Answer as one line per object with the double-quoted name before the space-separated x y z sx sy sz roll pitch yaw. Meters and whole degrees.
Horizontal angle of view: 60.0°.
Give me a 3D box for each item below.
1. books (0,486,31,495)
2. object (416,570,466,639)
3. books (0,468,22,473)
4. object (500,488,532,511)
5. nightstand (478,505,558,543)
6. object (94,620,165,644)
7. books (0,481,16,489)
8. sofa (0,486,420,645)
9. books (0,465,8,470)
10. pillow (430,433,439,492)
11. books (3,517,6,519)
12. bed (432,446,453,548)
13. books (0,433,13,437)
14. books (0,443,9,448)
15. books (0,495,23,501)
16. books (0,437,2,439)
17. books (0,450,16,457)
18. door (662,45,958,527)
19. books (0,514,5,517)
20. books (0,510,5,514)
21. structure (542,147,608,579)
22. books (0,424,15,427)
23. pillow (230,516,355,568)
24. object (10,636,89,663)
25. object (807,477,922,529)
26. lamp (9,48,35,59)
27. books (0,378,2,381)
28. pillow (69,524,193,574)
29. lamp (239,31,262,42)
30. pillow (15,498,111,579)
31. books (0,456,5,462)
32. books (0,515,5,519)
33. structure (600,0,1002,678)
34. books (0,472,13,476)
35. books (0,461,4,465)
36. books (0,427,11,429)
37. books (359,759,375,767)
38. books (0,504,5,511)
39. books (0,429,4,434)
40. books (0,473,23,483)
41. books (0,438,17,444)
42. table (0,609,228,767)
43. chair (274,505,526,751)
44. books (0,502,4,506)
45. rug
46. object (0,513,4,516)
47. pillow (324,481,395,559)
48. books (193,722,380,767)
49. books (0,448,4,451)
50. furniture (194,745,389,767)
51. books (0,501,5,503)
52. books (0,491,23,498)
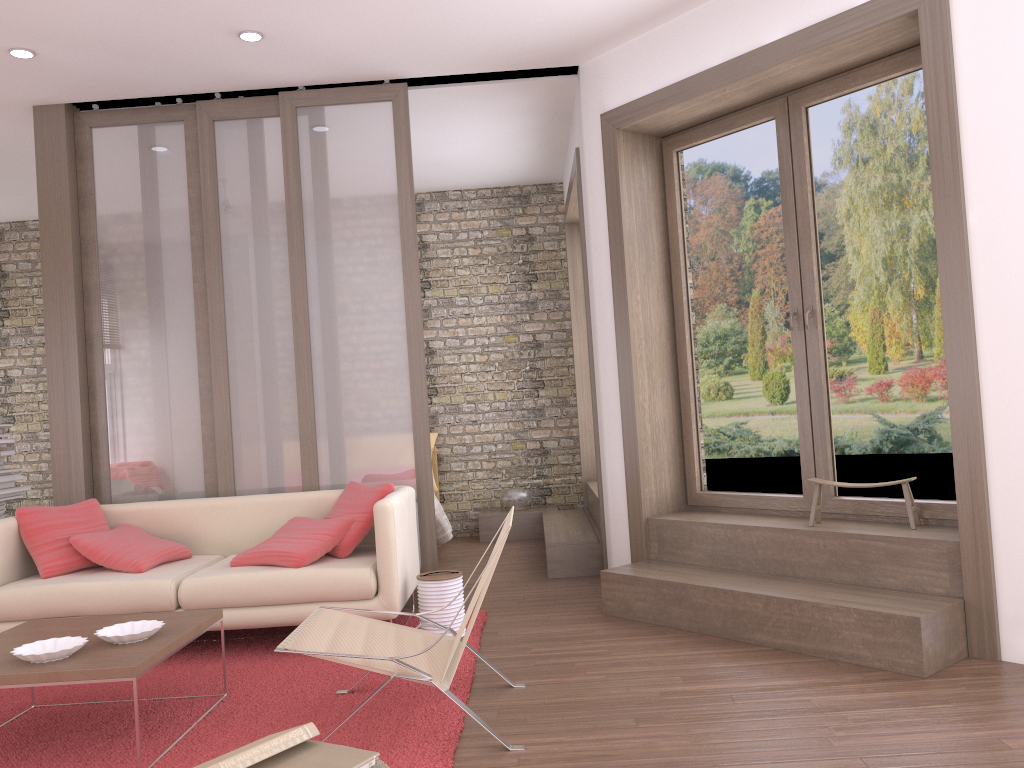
"books" -3.749 0.760 6.184 0.566 0.025 0.423 -4 -1 1
"object" -0.363 1.139 4.566 0.239 0.341 0.239 -5 -2 33
"books" -3.778 0.624 6.199 0.542 0.020 0.320 -4 -1 1
"object" 0.038 1.042 8.041 0.296 0.199 0.211 -4 -1 -2
"nightstand" 0.066 1.259 7.997 0.707 0.240 0.400 -4 -1 1
"object" -1.453 0.950 3.374 0.251 0.043 0.249 -4 -2 13
"books" -3.830 0.728 6.170 0.522 0.046 0.410 -4 -1 1
"sofa" -1.655 1.029 4.834 2.204 0.751 0.919 -4 -1 1
"books" -3.833 0.604 6.186 0.469 0.028 0.368 -3 -2 -14
"pillow" -1.163 0.743 8.064 1.021 0.557 0.366 -4 -1 1
"books" -3.765 0.967 6.136 0.405 0.018 0.300 -3 -2 -19
"bed" -1.575 1.033 7.094 2.219 0.861 2.360 -4 -1 1
"books" -3.798 0.375 6.187 0.484 0.020 0.323 -4 -2 21
"books" -3.817 0.448 6.194 0.435 0.030 0.322 -4 -2 21
"books" -3.767 0.813 6.143 0.542 0.016 0.423 -4 -1 1
"books" -3.836 0.396 6.186 0.413 0.013 0.294 -4 -2 21
"books" -3.806 0.502 6.195 0.518 0.038 0.341 -3 -2 -14
"door" 1.556 -0.425 4.717 0.142 2.275 1.800 -3 -2 -39
"books" -3.762 0.936 6.153 0.385 0.008 0.274 -3 -2 -19
"books" -3.763 0.910 6.134 0.396 0.024 0.310 -3 -2 -19
"structure" 0.570 -0.124 6.918 0.808 2.881 2.039 -4 -1 1
"books" -3.795 0.305 6.188 0.500 0.018 0.326 -4 -2 21
"pillow" -1.156 0.842 4.722 0.507 0.224 0.467 -5 -2 29
"object" -1.655 0.958 3.177 0.249 0.043 0.251 -3 -2 -29
"object" 1.714 0.577 4.340 0.499 0.233 0.136 -5 -2 36
"lamp" -2.624 -1.770 4.748 0.119 0.010 0.119 -4 -2 15
"books" -3.847 -0.026 6.206 0.434 0.019 0.324 -3 -2 -19
"pillow" -2.103 0.910 4.911 0.467 0.224 0.507 -4 -2 14
"lamp" -1.391 -1.852 4.724 0.119 0.010 0.119 -4 -2 21
"pillow" -2.445 0.849 4.922 0.379 0.377 0.498 -5 -2 36
"books" -3.839 0.543 6.174 0.469 0.038 0.364 -3 -2 -14
"books" -3.806 0.952 6.125 0.488 0.018 0.296 -3 -2 -19
"structure" 1.299 -0.236 4.493 0.845 2.881 2.039 -3 -2 -39
"books" -3.831 0.647 6.174 0.510 0.020 0.399 -4 -1 1
"books" -3.822 0.573 6.155 0.442 0.025 0.346 -3 -2 -14
"books" -3.817 0.322 6.206 0.443 0.010 0.345 -4 -2 21
"books" -0.521 0.920 2.053 0.232 0.022 0.352 -5 -2 31
"books" -3.765 0.880 6.135 0.396 0.033 0.310 -3 -2 -19
"books" -3.834 0.348 6.193 0.417 0.036 0.308 -4 -2 21
"books" -3.809 0.680 6.198 0.542 0.046 0.421 -4 -1 1
"books" -3.778 0.414 6.176 0.524 0.030 0.317 -4 -2 21
"table" -1.671 1.177 3.413 0.850 0.378 0.850 -4 -1 1
"chair" -0.397 0.911 3.411 0.853 0.762 0.739 -4 -1 1
"books" -3.772 0.854 6.139 0.405 0.018 0.300 -3 -2 -19
"rug" -1.646 1.372 3.492 2.938 0.016 3.344 -4 -1 1
"object" -3.770 0.927 6.133 0.413 0.008 0.243 -3 -2 -19
"pillow" -0.924 0.749 4.939 0.379 0.377 0.498 -3 -2 -39
"books" -0.566 0.892 2.092 0.377 0.086 0.331 -5 -2 31
"books" -3.842 0.475 6.198 0.450 0.022 0.364 -3 -2 -39
"furniture" -0.564 1.104 2.059 0.596 0.328 0.596 -5 -2 26
"books" -3.768 0.832 6.136 0.396 0.024 0.310 -3 -2 -19
"books" -3.814 0.794 6.177 0.612 0.028 0.399 -4 -1 1
